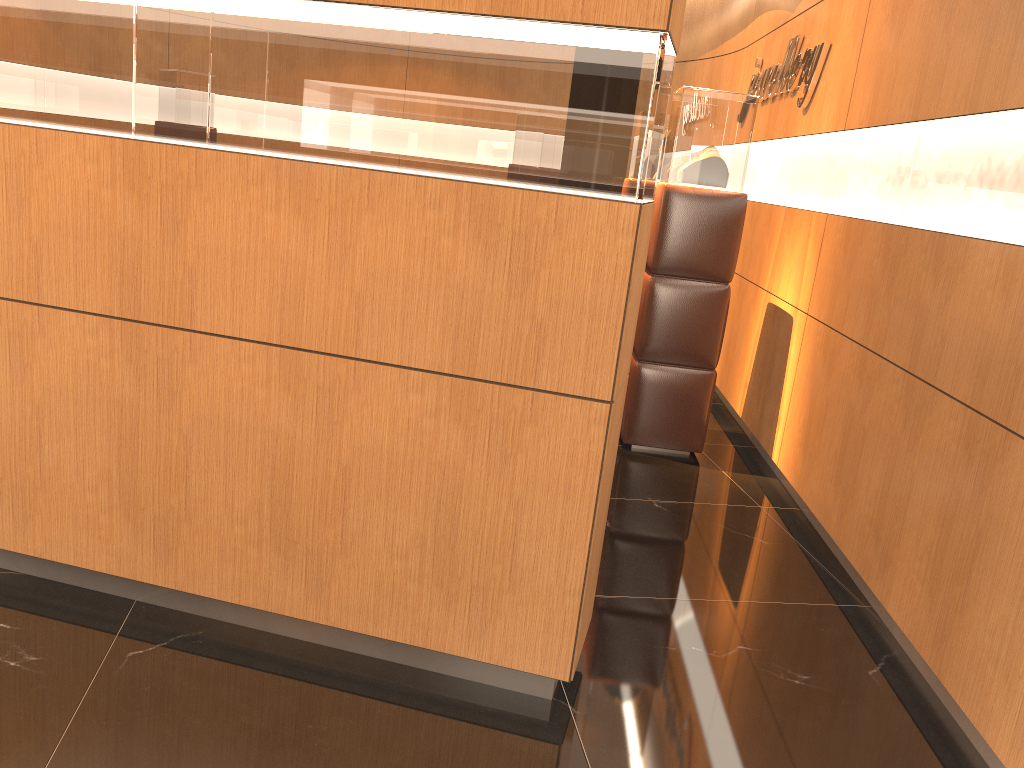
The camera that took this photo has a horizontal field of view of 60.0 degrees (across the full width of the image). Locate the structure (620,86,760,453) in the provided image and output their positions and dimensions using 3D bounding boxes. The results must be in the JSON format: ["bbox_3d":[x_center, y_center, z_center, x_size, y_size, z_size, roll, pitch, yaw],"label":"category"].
[{"bbox_3d":[0.986,-0.628,5.048,0.498,1.968,0.484,7,14,0],"label":"structure"}]

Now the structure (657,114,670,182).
[{"bbox_3d":[1.073,-1.107,7.073,0.498,2.000,0.484,7,14,0],"label":"structure"}]

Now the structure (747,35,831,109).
[{"bbox_3d":[1.715,-1.964,5.736,0.034,0.442,2.050,7,14,1],"label":"structure"}]
